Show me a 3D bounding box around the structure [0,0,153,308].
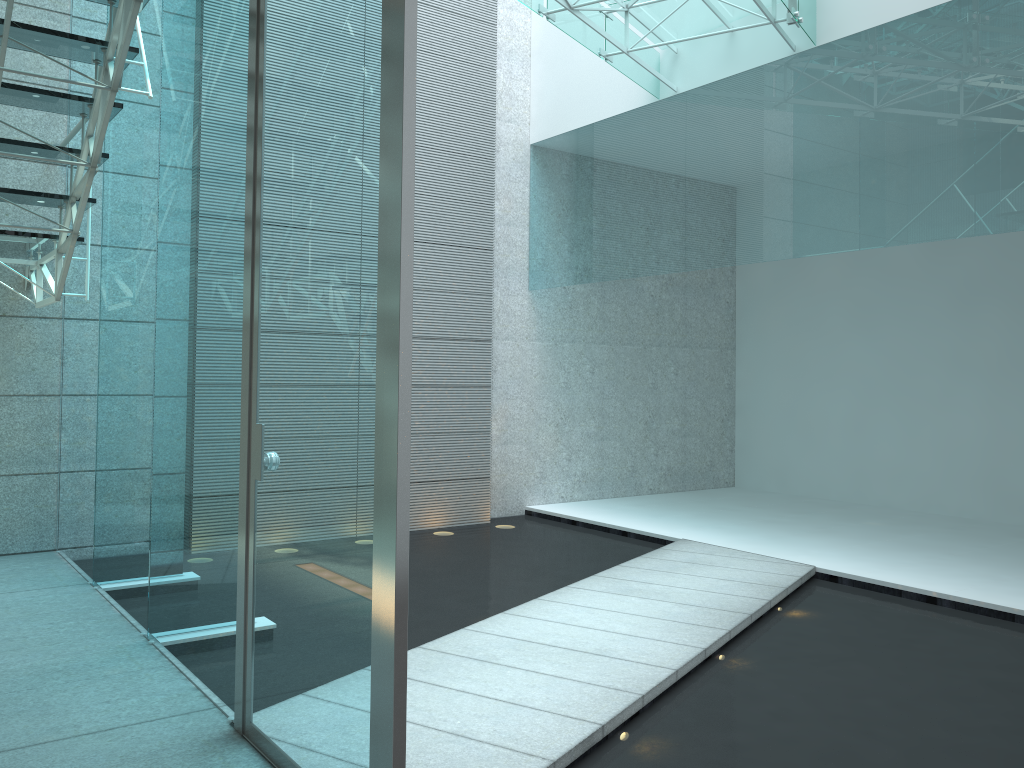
[{"bbox_3d":[-2.161,-2.121,2.829,1.909,6.013,3.294,2,-2,-36],"label":"structure"}]

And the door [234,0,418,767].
[{"bbox_3d":[-0.433,-0.121,2.030,0.076,2.066,0.865,2,-2,-36],"label":"door"}]
